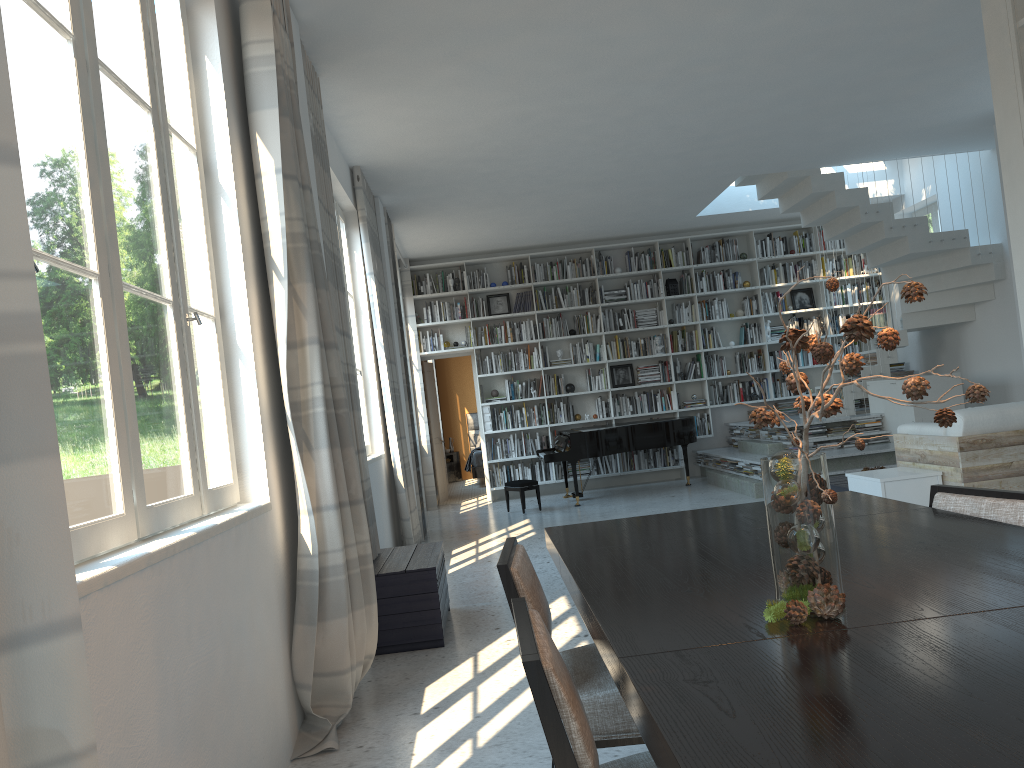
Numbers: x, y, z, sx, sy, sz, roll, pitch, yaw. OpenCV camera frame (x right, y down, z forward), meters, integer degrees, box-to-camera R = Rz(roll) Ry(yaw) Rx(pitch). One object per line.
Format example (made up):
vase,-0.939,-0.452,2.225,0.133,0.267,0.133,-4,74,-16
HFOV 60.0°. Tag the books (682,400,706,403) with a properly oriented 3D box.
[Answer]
books,2.377,0.228,11.604,0.285,0.012,0.159,-7,-2,2

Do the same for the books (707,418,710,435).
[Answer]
books,2.536,0.528,11.578,0.015,0.270,0.157,-7,-1,-2

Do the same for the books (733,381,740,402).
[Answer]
books,2.960,0.099,11.690,0.012,0.285,0.159,-7,-1,-2

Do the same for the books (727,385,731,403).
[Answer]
books,2.843,0.138,11.684,0.029,0.234,0.142,-7,-1,-2

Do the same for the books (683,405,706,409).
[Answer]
books,2.385,0.300,11.601,0.285,0.012,0.159,-7,-2,1

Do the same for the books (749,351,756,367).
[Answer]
books,3.174,-0.289,11.689,0.006,0.274,0.173,-7,-1,-2

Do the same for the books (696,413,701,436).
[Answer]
books,2.428,0.525,11.572,0.032,0.300,0.149,-7,-1,-2

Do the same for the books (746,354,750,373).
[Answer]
books,3.088,-0.268,11.677,0.018,0.251,0.184,-7,-1,-2

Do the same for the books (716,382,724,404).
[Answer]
books,2.725,0.120,11.654,0.030,0.294,0.188,-7,-1,-2

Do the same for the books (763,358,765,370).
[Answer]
books,3.306,-0.284,11.721,0.007,0.235,0.131,-7,-1,-2

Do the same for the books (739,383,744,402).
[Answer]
books,2.996,0.115,11.672,0.031,0.244,0.184,-7,-1,-2

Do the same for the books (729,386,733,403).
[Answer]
books,2.870,0.138,11.681,0.024,0.228,0.159,-7,-1,-2

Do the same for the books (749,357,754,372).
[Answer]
books,3.150,-0.247,11.688,0.015,0.195,0.175,-7,-1,-2

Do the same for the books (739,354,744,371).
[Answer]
books,3.019,-0.265,11.694,0.015,0.262,0.149,-7,-1,-2

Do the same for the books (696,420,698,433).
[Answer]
books,2.396,0.565,11.568,0.012,0.229,0.129,-7,-1,-2

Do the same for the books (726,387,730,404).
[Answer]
books,2.825,0.148,11.673,0.011,0.217,0.175,-7,-1,-2

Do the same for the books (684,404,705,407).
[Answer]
books,2.383,0.277,11.603,0.254,0.012,0.161,-7,-2,4

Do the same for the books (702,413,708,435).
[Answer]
books,2.518,0.522,11.556,0.021,0.285,0.172,-7,-1,-2

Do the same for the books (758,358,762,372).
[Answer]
books,3.246,-0.251,11.676,0.016,0.180,0.189,-7,-1,-2

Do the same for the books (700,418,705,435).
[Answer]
books,2.475,0.557,11.547,0.026,0.225,0.175,-7,-1,-2

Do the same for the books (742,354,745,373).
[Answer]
books,3.031,-0.265,11.694,0.008,0.259,0.158,-7,-1,-2

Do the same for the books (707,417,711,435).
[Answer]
books,2.552,0.544,11.564,0.013,0.233,0.149,-7,-1,-2

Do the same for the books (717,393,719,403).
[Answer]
books,2.683,0.153,11.677,0.015,0.240,0.152,-7,-1,-2

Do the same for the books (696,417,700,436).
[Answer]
books,2.409,0.554,11.551,0.014,0.246,0.176,-7,-1,-2

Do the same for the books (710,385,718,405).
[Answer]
books,2.654,0.145,11.650,0.023,0.262,0.186,-7,-1,-2

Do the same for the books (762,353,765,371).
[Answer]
books,3.294,-0.286,11.717,0.019,0.241,0.134,-7,-1,-2

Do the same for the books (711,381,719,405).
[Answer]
books,2.667,0.116,11.652,0.010,0.316,0.187,-7,-1,-2

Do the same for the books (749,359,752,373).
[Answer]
books,3.110,-0.236,11.676,0.018,0.182,0.182,-7,-1,-2

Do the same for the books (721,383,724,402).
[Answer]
books,2.746,0.127,11.664,0.010,0.277,0.174,-7,-1,-2

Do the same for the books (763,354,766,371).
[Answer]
books,3.315,-0.280,11.713,0.009,0.223,0.146,-7,-1,-2

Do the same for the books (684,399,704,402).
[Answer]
books,2.376,0.216,11.598,0.254,0.012,0.161,-7,-2,7

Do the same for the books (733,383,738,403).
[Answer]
books,2.919,0.120,11.670,0.025,0.252,0.181,-7,-1,-2

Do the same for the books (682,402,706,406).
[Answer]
books,2.381,0.264,11.601,0.285,0.012,0.159,-7,-2,1

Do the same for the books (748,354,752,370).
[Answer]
books,3.124,-0.268,11.707,0.030,0.244,0.135,-7,-1,-2

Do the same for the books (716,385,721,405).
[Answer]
books,2.701,0.142,11.654,0.023,0.256,0.178,-7,-1,-2

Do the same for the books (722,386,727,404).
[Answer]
books,2.786,0.146,11.671,0.065,0.231,0.162,-7,-1,-2

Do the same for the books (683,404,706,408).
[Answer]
books,2.384,0.289,11.606,0.285,0.012,0.159,-7,-2,3

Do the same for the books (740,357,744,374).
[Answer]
books,3.007,-0.241,11.679,0.016,0.215,0.177,-7,-1,-2

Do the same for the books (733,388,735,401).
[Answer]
books,2.902,0.138,11.685,0.012,0.221,0.153,-7,-1,-2

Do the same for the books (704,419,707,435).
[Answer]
books,2.506,0.560,11.547,0.011,0.212,0.178,-7,-1,-2

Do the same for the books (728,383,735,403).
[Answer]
books,2.887,0.116,11.679,0.014,0.268,0.171,-7,-1,-2

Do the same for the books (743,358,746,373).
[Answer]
books,3.052,-0.242,11.714,0.031,0.208,0.122,-7,-1,-2

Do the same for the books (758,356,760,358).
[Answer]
books,3.259,-0.264,11.705,0.016,0.205,0.141,-7,-1,-2

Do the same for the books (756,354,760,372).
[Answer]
books,3.223,-0.273,11.702,0.021,0.231,0.155,-7,-1,-2

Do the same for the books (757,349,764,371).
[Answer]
books,3.279,-0.312,11.690,0.007,0.295,0.162,-7,-1,-2

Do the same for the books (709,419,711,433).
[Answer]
books,2.566,0.557,11.577,0.012,0.206,0.160,-7,-1,-2

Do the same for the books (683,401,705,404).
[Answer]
books,2.378,0.240,11.595,0.254,0.012,0.161,-7,-2,-2

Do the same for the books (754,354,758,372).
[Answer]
books,3.189,-0.269,11.688,0.018,0.229,0.182,-7,-1,-2

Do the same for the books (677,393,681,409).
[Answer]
books,2.180,0.226,11.661,0.030,0.210,0.136,-7,-1,-2

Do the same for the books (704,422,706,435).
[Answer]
books,2.493,0.555,11.564,0.012,0.225,0.149,-7,-1,-2

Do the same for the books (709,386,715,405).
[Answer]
books,2.636,0.152,11.669,0.012,0.254,0.161,-7,-1,-2

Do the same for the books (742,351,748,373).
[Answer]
books,3.073,-0.283,11.702,0.007,0.285,0.159,-7,-1,-2

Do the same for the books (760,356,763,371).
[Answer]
books,3.274,-0.265,11.696,0.013,0.204,0.158,-7,-1,-2

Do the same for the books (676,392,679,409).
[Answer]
books,2.150,0.220,11.657,0.027,0.229,0.141,-7,-1,-2

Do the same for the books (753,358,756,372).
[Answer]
books,3.168,-0.243,11.684,0.019,0.183,0.190,-7,-1,-2

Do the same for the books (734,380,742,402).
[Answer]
books,2.972,0.093,11.669,0.012,0.293,0.175,-7,-1,-2

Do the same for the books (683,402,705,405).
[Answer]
books,2.380,0.252,11.606,0.254,0.012,0.161,-7,-2,3

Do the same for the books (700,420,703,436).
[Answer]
books,2.456,0.571,11.570,0.013,0.202,0.139,-7,-1,-2

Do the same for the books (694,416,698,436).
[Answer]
books,2.385,0.548,11.559,0.005,0.264,0.162,-7,-1,-2
